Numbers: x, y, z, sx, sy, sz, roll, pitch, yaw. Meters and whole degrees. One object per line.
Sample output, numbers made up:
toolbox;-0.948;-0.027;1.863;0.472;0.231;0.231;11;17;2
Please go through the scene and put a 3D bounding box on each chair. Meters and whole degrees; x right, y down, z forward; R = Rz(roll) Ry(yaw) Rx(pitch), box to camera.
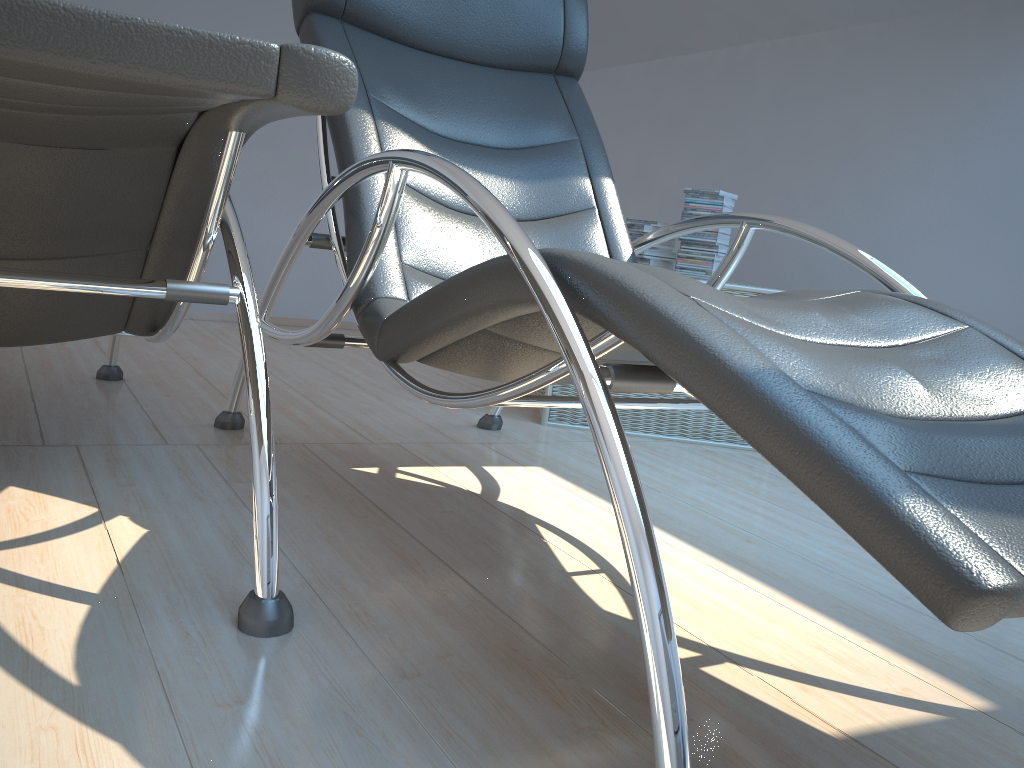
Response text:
chair;0.155;-0.309;1.574;0.836;1.251;1.938;2;10;-31
chair;-0.954;-0.292;1.521;0.836;0.953;2.114;2;10;-31

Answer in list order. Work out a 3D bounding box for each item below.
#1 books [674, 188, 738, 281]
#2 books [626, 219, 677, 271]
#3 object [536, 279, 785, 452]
books;0.636;-0.487;2.942;0.149;0.300;0.149;12;10;29
books;0.475;-0.471;3.090;0.162;0.184;0.165;2;11;-33
object;0.488;-0.133;3.124;0.745;0.518;0.744;7;9;-2
